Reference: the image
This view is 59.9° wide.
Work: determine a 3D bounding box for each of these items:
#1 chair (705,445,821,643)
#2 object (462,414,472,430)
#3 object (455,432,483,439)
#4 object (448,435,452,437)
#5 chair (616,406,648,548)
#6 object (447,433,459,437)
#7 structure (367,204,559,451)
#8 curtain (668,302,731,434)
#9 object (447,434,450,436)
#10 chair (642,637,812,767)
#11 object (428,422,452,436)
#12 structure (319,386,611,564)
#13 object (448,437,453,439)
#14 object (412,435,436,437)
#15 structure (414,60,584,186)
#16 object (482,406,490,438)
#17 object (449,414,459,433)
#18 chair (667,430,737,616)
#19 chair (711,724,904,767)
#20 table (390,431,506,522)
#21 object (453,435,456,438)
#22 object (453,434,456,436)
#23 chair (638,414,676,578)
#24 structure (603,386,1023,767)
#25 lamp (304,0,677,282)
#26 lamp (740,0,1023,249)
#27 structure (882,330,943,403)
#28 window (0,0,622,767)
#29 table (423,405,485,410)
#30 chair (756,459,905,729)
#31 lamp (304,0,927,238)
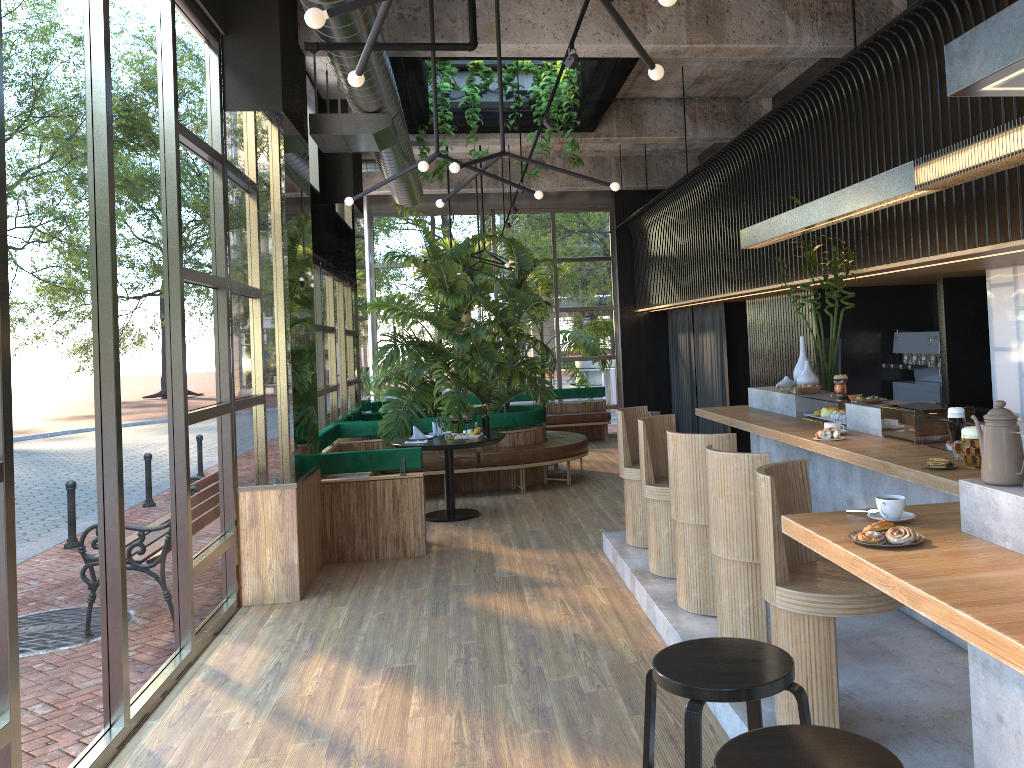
[{"bbox_3d":[1.204,0.773,4.159,0.520,0.969,0.574,-3,-1,44],"label":"chair"},{"bbox_3d":[-0.444,0.399,8.809,0.105,0.201,0.099,-2,-1,-17],"label":"object"},{"bbox_3d":[-0.407,0.500,8.583,0.238,0.019,0.355,-2,3,5],"label":"object"},{"bbox_3d":[-0.600,0.508,8.602,0.033,0.019,0.038,-2,2,7],"label":"object"},{"bbox_3d":[1.059,0.664,6.505,0.545,0.969,0.550,-3,0,4],"label":"chair"},{"bbox_3d":[-0.569,0.497,8.699,0.098,0.028,0.129,-2,3,10],"label":"object"},{"bbox_3d":[-0.620,-0.505,10.906,2.513,3.436,2.582,-3,0,-21],"label":"structure"},{"bbox_3d":[2.642,-0.122,12.796,0.123,2.058,3.238,-2,2,-3],"label":"curtain"},{"bbox_3d":[-0.624,0.501,8.718,0.024,0.025,0.047,-2,2,14],"label":"object"},{"bbox_3d":[0.631,1.159,2.590,0.524,0.696,0.505,-3,0,-10],"label":"chair"},{"bbox_3d":[-0.721,0.444,8.891,0.241,0.139,0.225,-3,2,-22],"label":"object"},{"bbox_3d":[1.340,0.611,4.473,6.104,1.548,19.893,-3,3,-4],"label":"structure"},{"bbox_3d":[-0.590,0.515,8.501,0.063,0.013,0.146,-3,3,-9],"label":"object"},{"bbox_3d":[-0.887,0.512,8.790,0.243,0.019,0.165,0,4,44],"label":"object"},{"bbox_3d":[0.000,-2.896,9.624,2.099,1.516,1.461,-2,1,23],"label":"structure"},{"bbox_3d":[-0.251,0.358,8.473,0.067,0.299,0.069,-3,-1,11],"label":"object"},{"bbox_3d":[-0.576,0.404,8.832,0.105,0.201,0.099,-2,-1,-17],"label":"object"},{"bbox_3d":[1.162,0.735,4.965,0.533,0.969,0.562,-3,0,18],"label":"chair"},{"bbox_3d":[0.667,1.189,1.950,0.528,0.696,0.501,-3,0,-15],"label":"chair"},{"bbox_3d":[-0.597,0.896,8.534,1.153,0.750,1.048,-4,2,-37],"label":"table"},{"bbox_3d":[-0.556,0.502,8.547,0.032,0.031,0.040,-2,1,20],"label":"object"},{"bbox_3d":[-0.561,0.498,8.637,0.033,0.032,0.037,-3,1,-8],"label":"object"},{"bbox_3d":[1.103,0.701,5.705,0.572,0.969,0.523,-2,-1,-31],"label":"chair"},{"bbox_3d":[3.787,0.432,3.954,5.921,1.729,7.045,-3,3,-5],"label":"structure"},{"bbox_3d":[1.414,-2.163,4.808,5.149,1.822,18.695,-3,3,-3],"label":"lamp"},{"bbox_3d":[3.287,-2.068,4.110,5.077,2.132,6.618,-3,2,-11],"label":"lamp"},{"bbox_3d":[3.783,0.293,8.042,0.556,1.594,0.829,-2,-1,-5],"label":"structure"},{"bbox_3d":[0.119,-1.804,4.363,4.191,6.490,20.139,-3,2,-3],"label":"window"},{"bbox_3d":[-0.817,0.713,12.436,1.144,0.751,1.057,-3,2,-26],"label":"table"},{"bbox_3d":[1.234,0.809,3.396,0.521,0.969,0.574,-3,-1,41],"label":"chair"},{"bbox_3d":[0.162,-2.468,8.908,3.844,1.530,9.901,-3,3,-6],"label":"lamp"}]
